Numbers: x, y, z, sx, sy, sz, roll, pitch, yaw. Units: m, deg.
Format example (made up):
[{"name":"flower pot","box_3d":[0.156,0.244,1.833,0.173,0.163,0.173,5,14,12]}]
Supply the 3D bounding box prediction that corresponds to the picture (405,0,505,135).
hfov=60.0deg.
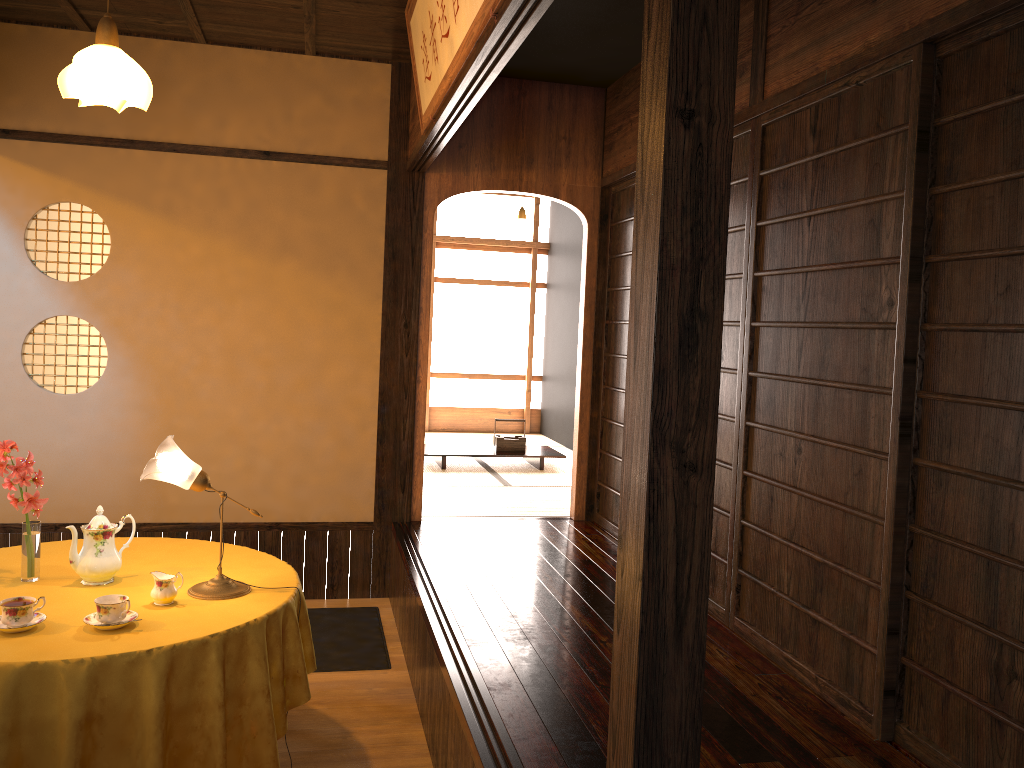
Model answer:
[{"name":"picture","box_3d":[-0.233,-1.374,3.142,0.117,0.564,2.047,2,4,-13]}]

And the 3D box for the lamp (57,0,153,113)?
[{"name":"lamp","box_3d":[-1.278,-1.292,2.813,0.249,0.809,0.277,3,2,9]}]

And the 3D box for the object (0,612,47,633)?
[{"name":"object","box_3d":[-1.372,0.666,2.459,0.144,0.024,0.144,5,5,37]}]

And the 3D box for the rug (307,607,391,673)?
[{"name":"rug","box_3d":[-2.086,1.228,4.173,2.954,0.005,0.903,2,4,-13]}]

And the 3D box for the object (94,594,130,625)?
[{"name":"object","box_3d":[-1.132,0.641,2.507,0.090,0.076,0.099,1,4,-28]}]

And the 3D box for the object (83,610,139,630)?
[{"name":"object","box_3d":[-1.136,0.673,2.512,0.144,0.024,0.144,5,5,37]}]

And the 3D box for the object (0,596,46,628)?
[{"name":"object","box_3d":[-1.366,0.634,2.457,0.099,0.076,0.090,3,3,12]}]

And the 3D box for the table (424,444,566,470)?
[{"name":"table","box_3d":[-0.212,0.605,7.383,1.200,0.118,0.601,2,4,-13]}]

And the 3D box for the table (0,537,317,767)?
[{"name":"table","box_3d":[-1.375,0.998,2.876,1.444,0.695,1.445,2,3,-12]}]

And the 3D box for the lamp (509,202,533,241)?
[{"name":"lamp","box_3d":[0.092,-1.598,7.359,0.196,0.797,0.225,2,2,-5]}]

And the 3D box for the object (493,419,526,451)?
[{"name":"object","box_3d":[-0.020,0.423,7.417,0.260,0.258,0.150,2,3,-13]}]

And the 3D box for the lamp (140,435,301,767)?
[{"name":"lamp","box_3d":[-0.946,0.763,2.876,0.511,1.202,0.198,2,2,-12]}]

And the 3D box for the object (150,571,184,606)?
[{"name":"object","box_3d":[-1.067,0.625,2.728,0.083,0.098,0.078,0,4,-43]}]

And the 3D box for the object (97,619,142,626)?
[{"name":"object","box_3d":[-1.100,0.668,2.474,0.126,0.019,0.029,2,3,-9]}]

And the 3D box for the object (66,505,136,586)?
[{"name":"object","box_3d":[-1.349,0.523,2.910,0.163,0.252,0.154,3,3,0]}]
